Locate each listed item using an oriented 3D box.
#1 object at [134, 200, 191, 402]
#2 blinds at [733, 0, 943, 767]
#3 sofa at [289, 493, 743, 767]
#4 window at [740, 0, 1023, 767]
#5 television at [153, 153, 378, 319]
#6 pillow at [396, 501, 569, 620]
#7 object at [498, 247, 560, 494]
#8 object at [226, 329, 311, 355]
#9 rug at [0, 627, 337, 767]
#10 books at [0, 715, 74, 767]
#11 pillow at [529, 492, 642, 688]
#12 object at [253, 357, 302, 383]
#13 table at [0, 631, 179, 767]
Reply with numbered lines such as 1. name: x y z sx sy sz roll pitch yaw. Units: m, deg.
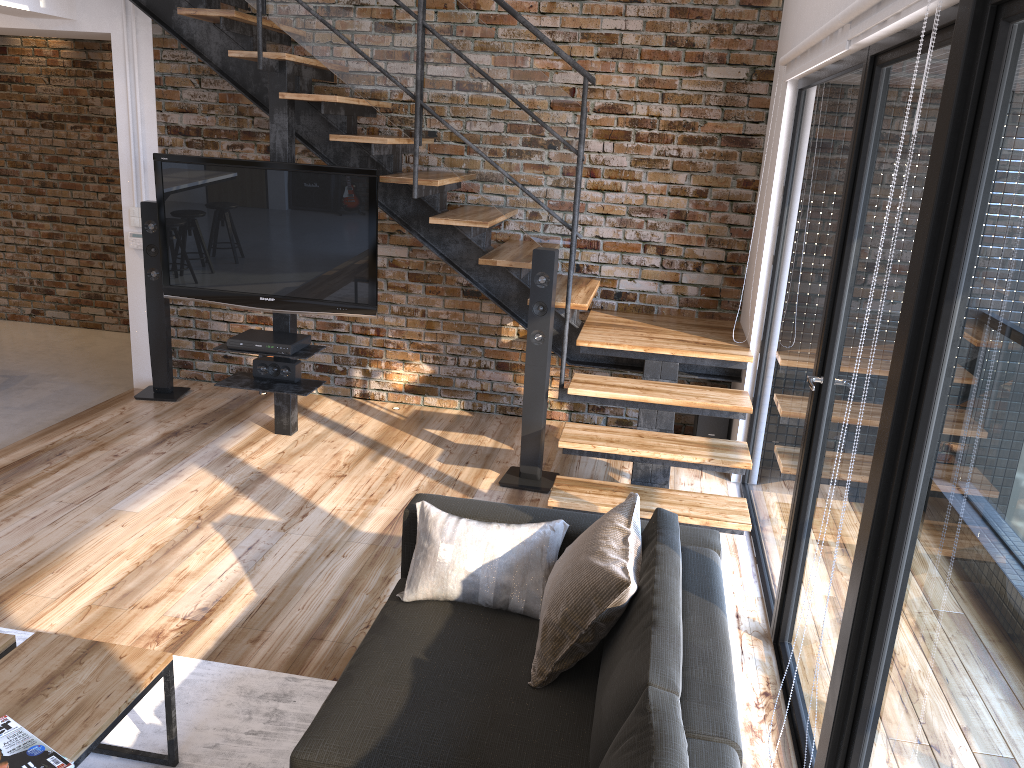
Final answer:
1. object: -2.178 -0.508 5.452 0.271 1.211 0.270 3 17 -1
2. blinds: 0.755 0.118 1.982 0.095 2.052 5.348 6 16 9
3. sofa: -1.084 0.911 1.645 2.998 0.703 3.032 6 16 8
4. window: -0.745 -1.507 2.013 5.662 5.590 13.345 6 16 9
5. television: -1.267 -0.766 4.640 1.206 0.786 0.135 6 17 9
6. pillow: -0.090 0.540 2.683 0.498 0.267 0.211 6 17 9
7. object: 0.127 -0.071 4.435 0.271 1.211 0.270 8 17 13
8. object: -1.299 -0.223 4.746 0.360 0.058 0.274 6 16 8
9. rug: -1.658 1.072 2.228 2.113 0.003 1.630 6 16 8
10. books: -1.126 0.823 1.911 0.294 0.013 0.228 13 18 28
11. pillow: 0.220 0.551 2.471 0.265 0.384 0.607 6 16 9
12. object: -1.290 -0.079 4.870 0.247 0.112 0.088 6 17 8
13. table: -1.609 0.906 2.177 1.298 0.351 0.694 6 16 9
